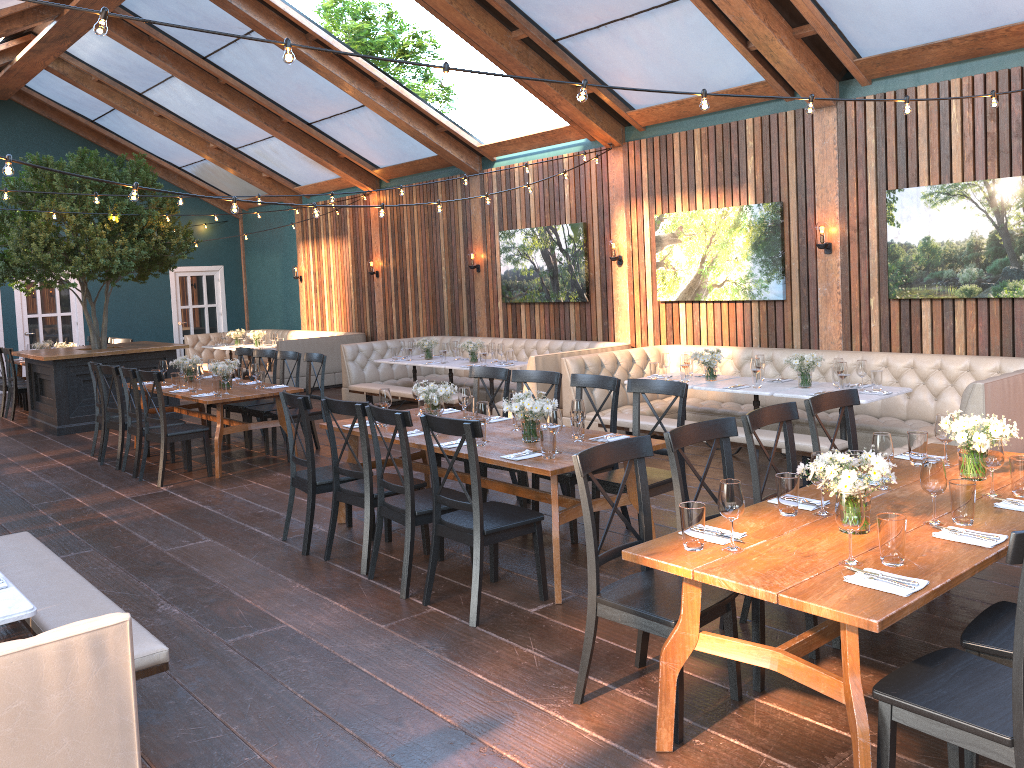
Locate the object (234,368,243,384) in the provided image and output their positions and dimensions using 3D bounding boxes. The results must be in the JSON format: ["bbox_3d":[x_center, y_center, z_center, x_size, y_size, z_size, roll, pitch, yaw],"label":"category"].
[{"bbox_3d":[-2.852,-0.086,9.241,0.092,0.157,0.092,-1,4,16],"label":"object"}]

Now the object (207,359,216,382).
[{"bbox_3d":[-3.228,-0.146,9.526,0.092,0.243,0.092,-6,5,-43],"label":"object"}]

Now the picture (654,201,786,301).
[{"bbox_3d":[2.209,-1.400,9.585,0.065,0.994,1.653,-5,6,-40],"label":"picture"}]

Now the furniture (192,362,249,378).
[{"bbox_3d":[-5.209,-0.129,15.442,0.314,0.397,2.332,-7,8,-40],"label":"furniture"}]

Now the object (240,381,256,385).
[{"bbox_3d":[-2.718,-0.010,9.139,0.256,0.019,0.158,-8,9,-40],"label":"object"}]

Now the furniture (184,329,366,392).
[{"bbox_3d":[-4.352,-0.483,16.120,1.716,0.855,4.164,-8,9,-40],"label":"furniture"}]

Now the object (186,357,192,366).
[{"bbox_3d":[-3.643,-0.181,9.960,0.092,0.243,0.092,-1,4,30],"label":"object"}]

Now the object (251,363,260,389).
[{"bbox_3d":[-2.515,-0.077,8.688,0.092,0.243,0.092,-4,4,-15],"label":"object"}]

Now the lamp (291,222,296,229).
[{"bbox_3d":[-3.559,-2.575,14.413,0.066,0.117,0.057,-1,4,26],"label":"lamp"}]

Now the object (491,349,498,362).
[{"bbox_3d":[-0.210,-0.349,10.860,0.092,0.157,0.092,0,5,36],"label":"object"}]

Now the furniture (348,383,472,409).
[{"bbox_3d":[-1.273,0.258,10.816,0.314,0.397,2.332,-7,8,-40],"label":"furniture"}]

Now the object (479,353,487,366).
[{"bbox_3d":[-0.334,-0.283,10.366,0.092,0.157,0.092,0,5,36],"label":"object"}]

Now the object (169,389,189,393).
[{"bbox_3d":[-3.252,0.060,8.769,0.256,0.019,0.158,-8,9,-40],"label":"object"}]

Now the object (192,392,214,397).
[{"bbox_3d":[-2.876,0.097,8.325,0.256,0.019,0.158,-8,9,-40],"label":"object"}]

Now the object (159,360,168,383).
[{"bbox_3d":[-3.795,-0.134,9.631,0.092,0.243,0.092,-2,4,8],"label":"object"}]

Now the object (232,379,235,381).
[{"bbox_3d":[-3.061,-0.041,9.554,0.256,0.019,0.158,-8,9,-40],"label":"object"}]

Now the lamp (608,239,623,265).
[{"bbox_3d":[1.237,-1.589,10.640,0.178,0.319,0.146,-6,5,-40],"label":"lamp"}]

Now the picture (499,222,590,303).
[{"bbox_3d":[0.396,-1.577,11.706,0.065,0.994,1.653,-5,6,-40],"label":"picture"}]

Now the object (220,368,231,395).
[{"bbox_3d":[-2.701,-0.026,8.347,0.092,0.243,0.092,-5,5,-37],"label":"object"}]

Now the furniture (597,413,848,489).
[{"bbox_3d":[1.656,0.546,7.375,0.314,0.397,2.332,-7,8,-40],"label":"furniture"}]

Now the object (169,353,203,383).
[{"bbox_3d":[-3.508,-0.173,9.575,0.337,0.308,0.329,-8,7,-44],"label":"object"}]

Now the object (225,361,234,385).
[{"bbox_3d":[-2.908,-0.111,9.102,0.092,0.243,0.092,-3,4,2],"label":"object"}]

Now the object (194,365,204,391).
[{"bbox_3d":[-3.103,-0.061,8.781,0.092,0.243,0.092,-5,5,-37],"label":"object"}]

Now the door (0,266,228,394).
[{"bbox_3d":[-9.219,-0.950,16.242,8.204,2.200,0.174,-8,6,-40],"label":"door"}]

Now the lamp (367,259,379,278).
[{"bbox_3d":[-2.337,-1.940,14.840,0.178,0.319,0.146,-6,5,-40],"label":"lamp"}]

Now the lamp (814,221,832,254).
[{"bbox_3d":[3.009,-1.414,8.558,0.178,0.319,0.146,-6,5,-40],"label":"lamp"}]

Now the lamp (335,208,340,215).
[{"bbox_3d":[-2.893,-2.855,14.656,0.074,0.114,0.056,-6,5,-34],"label":"lamp"}]

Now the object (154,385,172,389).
[{"bbox_3d":[-3.575,0.026,9.167,0.256,0.019,0.158,-8,9,-40],"label":"object"}]

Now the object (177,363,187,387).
[{"bbox_3d":[-3.417,-0.095,9.173,0.092,0.243,0.092,-6,5,-43],"label":"object"}]

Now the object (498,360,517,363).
[{"bbox_3d":[-0.067,-0.275,10.775,0.256,0.019,0.158,-8,9,-40],"label":"object"}]

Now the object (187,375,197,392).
[{"bbox_3d":[-3.122,0.000,8.641,0.092,0.157,0.092,-4,4,-14],"label":"object"}]

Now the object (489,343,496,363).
[{"bbox_3d":[-0.237,-0.378,10.752,0.092,0.243,0.092,-2,4,8],"label":"object"}]

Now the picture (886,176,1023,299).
[{"bbox_3d":[3.992,-1.226,7.500,0.065,0.994,1.653,-5,6,-40],"label":"picture"}]

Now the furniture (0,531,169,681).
[{"bbox_3d":[-2.153,1.120,4.139,0.314,0.397,2.332,-7,8,-40],"label":"furniture"}]

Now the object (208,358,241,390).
[{"bbox_3d":[-2.850,-0.103,8.758,0.329,0.308,0.338,-3,5,-3],"label":"object"}]

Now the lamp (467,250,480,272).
[{"bbox_3d":[-0.557,-1.765,12.749,0.178,0.319,0.146,-6,5,-40],"label":"lamp"}]

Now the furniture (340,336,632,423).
[{"bbox_3d":[-0.438,-0.098,11.520,1.716,0.855,4.164,-8,9,-40],"label":"furniture"}]

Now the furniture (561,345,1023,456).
[{"bbox_3d":[2.494,0.191,8.076,1.716,0.855,4.164,-8,9,-40],"label":"furniture"}]

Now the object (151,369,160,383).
[{"bbox_3d":[-3.823,-0.073,9.502,0.092,0.157,0.092,-4,5,-24],"label":"object"}]

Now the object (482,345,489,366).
[{"bbox_3d":[-0.311,-0.340,10.470,0.092,0.243,0.092,-5,5,-37],"label":"object"}]

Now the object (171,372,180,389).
[{"bbox_3d":[-3.440,-0.036,9.054,0.092,0.157,0.092,-5,5,-34],"label":"object"}]

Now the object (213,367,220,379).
[{"bbox_3d":[-3.220,-0.121,9.631,0.092,0.157,0.092,-4,4,-14],"label":"object"}]

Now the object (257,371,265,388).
[{"bbox_3d":[-2.494,-0.047,8.786,0.092,0.157,0.092,-3,4,-4],"label":"object"}]

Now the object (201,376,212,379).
[{"bbox_3d":[-3.447,-0.081,9.989,0.256,0.019,0.158,-8,9,-40],"label":"object"}]

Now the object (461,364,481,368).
[{"bbox_3d":[-0.471,-0.218,10.460,0.256,0.019,0.158,-8,9,-40],"label":"object"}]

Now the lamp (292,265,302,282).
[{"bbox_3d":[-4.119,-2.115,16.933,0.178,0.319,0.146,-6,5,-40],"label":"lamp"}]

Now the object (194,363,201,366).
[{"bbox_3d":[-3.578,-0.158,10.097,0.092,0.157,0.092,-4,4,-14],"label":"object"}]

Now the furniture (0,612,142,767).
[{"bbox_3d":[-2.976,1.015,3.421,1.716,0.855,4.164,-8,9,-40],"label":"furniture"}]

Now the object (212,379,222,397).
[{"bbox_3d":[-2.733,0.036,8.205,0.092,0.157,0.092,-3,4,-4],"label":"object"}]

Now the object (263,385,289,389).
[{"bbox_3d":[-2.338,0.028,8.692,0.256,0.019,0.158,-8,9,-40],"label":"object"}]

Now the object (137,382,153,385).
[{"bbox_3d":[-3.980,-0.010,9.614,0.256,0.019,0.158,-8,9,-40],"label":"object"}]

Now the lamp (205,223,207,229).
[{"bbox_3d":[-6.359,-3.287,18.382,0.056,0.120,0.056,0,5,32],"label":"lamp"}]
